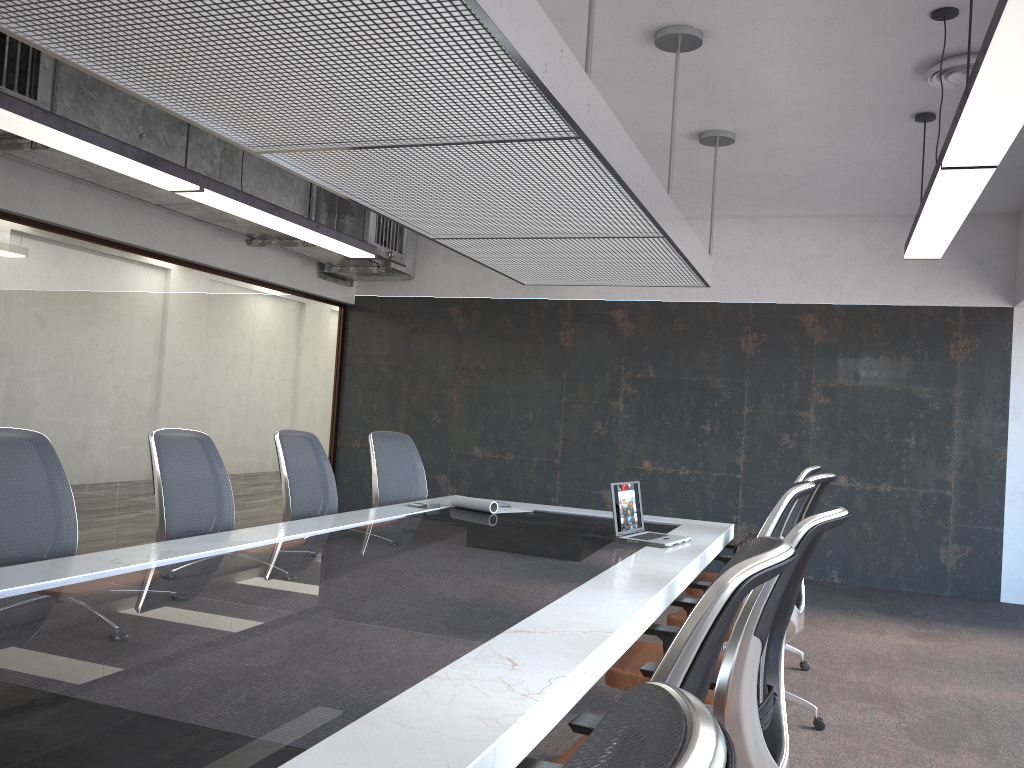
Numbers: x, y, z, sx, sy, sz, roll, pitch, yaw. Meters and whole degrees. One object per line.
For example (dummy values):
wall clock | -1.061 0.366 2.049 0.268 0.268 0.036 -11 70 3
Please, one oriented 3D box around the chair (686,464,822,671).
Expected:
chair | 1.297 1.008 5.005 0.828 1.166 0.789 4 -2 -16

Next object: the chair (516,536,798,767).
chair | 0.014 0.804 1.443 0.828 1.166 0.789 4 -2 -16

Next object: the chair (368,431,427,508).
chair | -0.580 0.913 5.781 0.828 1.166 0.789 4 -2 -1

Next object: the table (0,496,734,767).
table | -0.483 1.035 3.166 1.898 0.745 5.498 3 -2 20

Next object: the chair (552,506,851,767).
chair | 0.383 0.854 2.208 0.828 1.166 0.789 4 -2 -10

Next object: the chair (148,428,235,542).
chair | -1.267 0.808 4.019 0.828 1.166 0.789 4 -2 -16

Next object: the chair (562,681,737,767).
chair | -0.307 0.753 0.553 0.828 1.166 0.789 4 -2 -16

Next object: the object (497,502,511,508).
object | -0.102 0.749 5.505 0.200 0.036 0.049 5 -2 -33

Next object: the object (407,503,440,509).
object | -0.524 0.717 5.271 0.161 0.026 0.126 2 -2 34

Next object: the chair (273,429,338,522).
chair | -0.947 0.859 4.910 0.828 1.166 0.789 4 -2 -16

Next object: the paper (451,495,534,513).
paper | -0.118 0.729 5.418 0.379 0.069 0.348 6 -3 -45

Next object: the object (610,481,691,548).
object | 0.692 0.639 4.409 0.308 0.277 0.366 3 -2 30

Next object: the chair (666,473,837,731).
chair | 1.040 0.961 4.093 0.828 1.166 0.789 4 -2 -5

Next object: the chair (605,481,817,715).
chair | 0.655 0.906 3.224 0.828 1.166 0.789 4 -2 -16

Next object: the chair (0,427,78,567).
chair | -1.588 0.757 3.129 0.828 1.166 0.789 4 -2 -16

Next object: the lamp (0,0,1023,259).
lamp | -0.299 -1.479 3.336 4.126 0.908 6.097 3 -2 20

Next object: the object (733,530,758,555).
object | 1.347 0.980 4.997 0.138 0.308 0.378 3 -2 31
